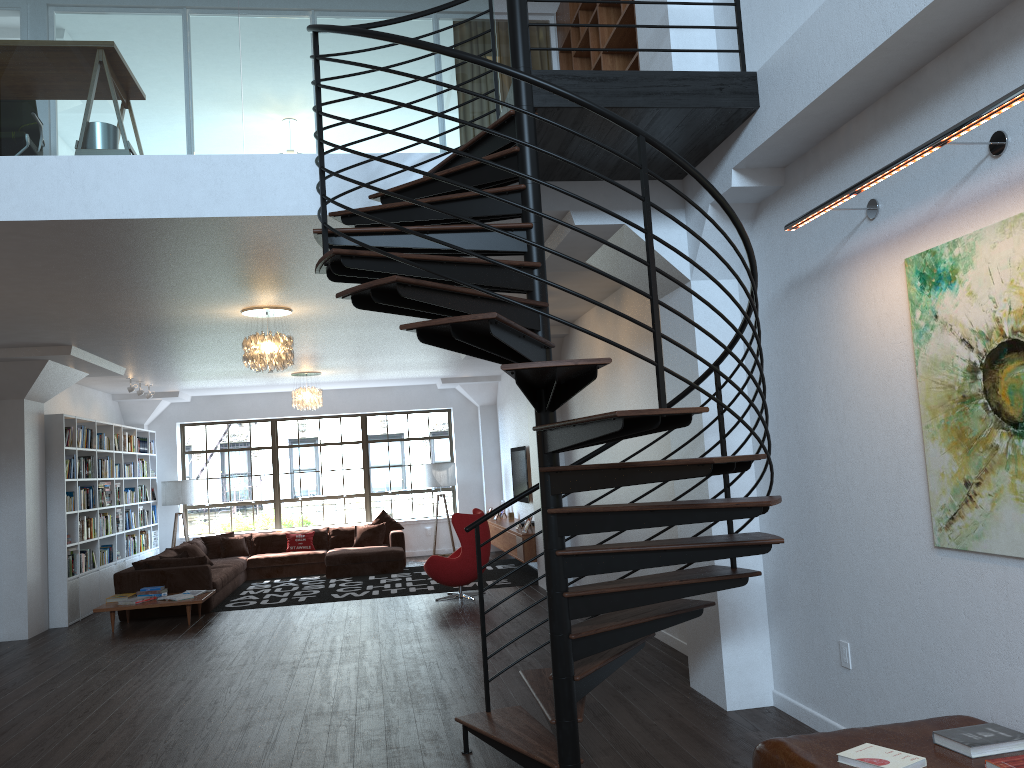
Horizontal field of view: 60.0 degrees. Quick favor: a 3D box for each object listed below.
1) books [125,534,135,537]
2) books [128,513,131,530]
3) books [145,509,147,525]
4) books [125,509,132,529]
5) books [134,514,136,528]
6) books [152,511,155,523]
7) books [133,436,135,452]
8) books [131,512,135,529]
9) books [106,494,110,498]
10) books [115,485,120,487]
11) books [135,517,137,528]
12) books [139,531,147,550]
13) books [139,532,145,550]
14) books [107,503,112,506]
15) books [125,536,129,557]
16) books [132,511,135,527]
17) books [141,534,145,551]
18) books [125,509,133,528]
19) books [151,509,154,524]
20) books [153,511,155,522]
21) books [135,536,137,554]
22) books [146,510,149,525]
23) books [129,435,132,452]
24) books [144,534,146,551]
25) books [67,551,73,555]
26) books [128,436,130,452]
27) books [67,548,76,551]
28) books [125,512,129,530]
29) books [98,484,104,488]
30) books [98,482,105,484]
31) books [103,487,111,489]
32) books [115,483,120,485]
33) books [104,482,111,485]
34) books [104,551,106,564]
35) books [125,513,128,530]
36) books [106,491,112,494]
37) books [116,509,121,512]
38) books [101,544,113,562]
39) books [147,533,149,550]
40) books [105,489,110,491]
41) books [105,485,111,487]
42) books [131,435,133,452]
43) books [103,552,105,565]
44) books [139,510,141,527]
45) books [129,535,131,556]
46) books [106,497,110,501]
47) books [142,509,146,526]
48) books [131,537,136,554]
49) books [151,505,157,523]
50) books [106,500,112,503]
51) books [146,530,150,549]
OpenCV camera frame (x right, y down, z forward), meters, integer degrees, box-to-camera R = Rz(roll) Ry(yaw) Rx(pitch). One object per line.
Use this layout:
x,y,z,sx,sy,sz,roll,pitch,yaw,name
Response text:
-5.662,2.375,13.110,0.176,0.290,0.036,-3,-5,-10,books
-5.620,1.985,12.813,0.182,0.253,0.098,-3,-5,-9,books
-5.801,2.089,13.853,0.160,0.251,0.039,-3,-5,-9,books
-5.655,1.977,12.914,0.197,0.290,0.136,-3,-5,-9,books
-5.683,2.038,13.186,0.161,0.222,0.084,-3,-5,-9,books
-5.861,2.152,14.299,0.161,0.213,0.118,-3,-5,-9,books
-5.774,0.912,13.351,0.183,0.253,0.034,-3,-5,-9,books
-5.667,2.014,13.062,0.174,0.242,0.105,-3,-5,-9,books
-5.538,1.513,11.968,0.168,0.045,0.231,-2,-5,-14,books
-5.587,1.424,12.318,0.223,0.031,0.161,-3,-5,-9,books
-5.691,2.043,13.220,0.161,0.218,0.101,-3,-5,-9,books
-5.753,2.435,13.774,0.140,0.298,0.044,-3,-5,-9,books
-5.765,2.432,13.658,0.198,0.284,0.066,-3,-5,-9,books
-5.515,1.633,11.952,0.171,0.039,0.246,-3,-5,-9,books
-5.606,2.341,12.732,0.198,0.284,0.066,-3,-5,-10,books
-5.679,2.016,13.114,0.170,0.251,0.118,-3,-5,-9,books
-5.738,2.441,13.602,0.183,0.253,0.037,-3,-5,-9,books
-5.660,1.982,12.977,0.176,0.293,0.125,-3,-5,-9,books
-5.844,2.131,14.202,0.172,0.235,0.112,-3,-5,-9,books
-5.874,2.159,14.348,0.161,0.213,0.146,-3,-5,-9,books
-5.667,2.395,13.156,0.180,0.259,0.060,-3,-5,-10,books
-5.820,2.113,13.973,0.168,0.228,0.139,-3,-5,-9,books
-5.751,0.896,13.184,0.183,0.253,0.034,-3,-5,-9,books
-5.761,2.456,13.719,0.189,0.247,0.057,-3,-5,-9,books
-5.218,1.969,10.322,0.174,0.045,0.240,-2,-5,-20,books
-5.736,0.892,13.103,0.171,0.246,0.057,-3,-5,-9,books
-5.209,1.930,10.304,0.223,0.027,0.161,-4,-5,0,books
-5.623,1.979,12.765,0.182,0.255,0.077,-3,-5,-9,books
-5.462,1.341,11.595,0.174,0.045,0.240,-3,-5,-10,books
-5.453,1.302,11.578,0.223,0.027,0.161,-4,-5,0,books
-5.562,1.409,12.000,0.223,0.027,0.161,-2,-5,-20,books
-5.590,1.395,12.328,0.224,0.030,0.161,-4,-5,1,books
-5.536,1.347,11.998,0.129,0.043,0.185,-4,-5,5,books
-5.409,2.294,11.679,0.107,0.167,0.017,-3,-5,-9,books
-5.610,1.981,12.727,0.174,0.243,0.085,-3,-5,-9,books
-5.532,1.470,11.969,0.183,0.042,0.253,-3,-5,-9,books
-5.579,1.771,12.383,0.185,0.041,0.129,-4,-5,5,books
-5.480,2.295,12.006,0.140,0.231,0.042,-3,-5,-9,books
-5.791,2.475,13.902,0.171,0.246,0.057,-3,-5,-9,books
-5.542,1.435,11.977,0.161,0.033,0.223,-3,-5,-9,books
-5.541,1.381,11.998,0.144,0.024,0.208,-3,-5,-4,books
-5.753,0.900,13.217,0.183,0.253,0.034,-3,-5,-9,books
-5.407,2.289,11.627,0.120,0.167,0.020,-3,-5,-9,books
-5.732,2.049,13.466,0.174,0.251,0.051,-3,-5,-9,books
-5.616,2.348,12.842,0.176,0.290,0.053,-3,-5,-10,books
-5.546,1.556,11.948,0.180,0.042,0.259,-3,-5,-9,books
-5.785,2.078,13.754,0.183,0.253,0.042,-3,-5,-9,books
-5.646,2.389,13.075,0.183,0.253,0.034,-3,-5,-10,books
-5.892,2.128,14.451,0.176,0.290,0.053,-3,-5,-9,books
-5.520,1.595,11.952,0.160,0.039,0.251,-3,-5,-4,books
-5.809,2.461,13.985,0.176,0.290,0.053,-3,-5,-9,books
